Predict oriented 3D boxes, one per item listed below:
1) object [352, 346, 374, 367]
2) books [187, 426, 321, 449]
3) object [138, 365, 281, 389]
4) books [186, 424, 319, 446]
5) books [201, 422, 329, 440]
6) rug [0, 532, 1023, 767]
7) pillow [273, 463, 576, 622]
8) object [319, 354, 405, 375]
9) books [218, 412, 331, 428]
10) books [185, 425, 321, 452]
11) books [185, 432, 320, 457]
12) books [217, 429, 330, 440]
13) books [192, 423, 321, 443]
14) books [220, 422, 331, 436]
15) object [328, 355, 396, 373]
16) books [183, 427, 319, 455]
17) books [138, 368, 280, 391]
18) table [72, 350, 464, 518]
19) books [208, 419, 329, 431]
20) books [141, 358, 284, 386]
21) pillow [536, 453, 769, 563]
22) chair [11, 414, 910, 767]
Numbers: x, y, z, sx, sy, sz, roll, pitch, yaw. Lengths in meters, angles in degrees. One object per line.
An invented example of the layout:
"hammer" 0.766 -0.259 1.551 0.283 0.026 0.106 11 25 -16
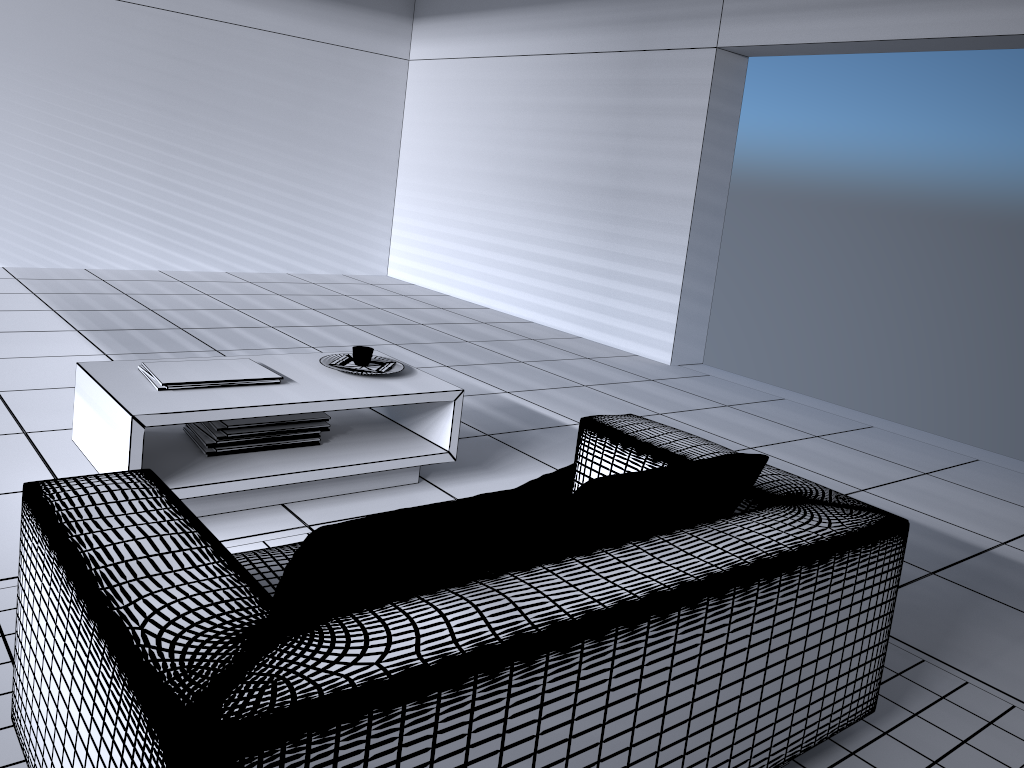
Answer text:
"object" -0.578 -0.105 3.432 0.097 0.068 0.085 14 13 30
"books" -0.949 0.167 3.208 0.416 0.008 0.290 -4 17 -38
"object" -1.045 -0.035 3.068 0.416 0.008 0.290 -4 17 -38
"books" -0.953 0.159 3.203 0.416 0.008 0.290 -4 17 -38
"books" -0.923 0.137 3.220 0.416 0.008 0.290 -4 17 -38
"rug" -0.037 0.704 2.181 2.235 0.001 1.830 -4 17 -39
"pillow" -0.183 0.335 1.575 0.567 0.392 0.305 -4 14 -42
"object" -0.584 -0.068 3.433 0.328 0.024 0.336 4 14 -10
"books" -0.902 0.099 3.223 0.416 0.008 0.290 -4 17 -38
"books" -0.936 0.178 3.209 0.416 0.008 0.290 -4 17 -38
"books" -0.951 0.195 3.210 0.416 0.008 0.290 -4 17 -38
"books" -0.919 0.145 3.225 0.416 0.008 0.290 -4 17 -38
"books" -0.934 0.150 3.208 0.416 0.008 0.290 -4 17 -38
"books" -0.904 0.128 3.224 0.416 0.008 0.290 -4 17 -38
"object" -0.580 -0.075 3.434 0.217 0.012 0.218 8 13 6
"books" -0.955 0.187 3.205 0.416 0.008 0.290 -4 17 -38
"books" -1.061 -0.029 3.069 0.416 0.008 0.290 -4 17 -38
"table" -0.868 0.162 3.215 1.202 0.382 0.662 -4 16 -39
"books" -0.921 0.108 3.218 0.416 0.008 0.290 -4 17 -38
"books" -1.050 -0.045 3.074 0.416 0.008 0.290 -4 17 -38
"pillow" 0.262 0.322 1.947 0.568 0.383 0.345 -4 15 -42
"chair" -0.051 0.491 1.878 1.651 0.543 0.977 -4 16 -39
